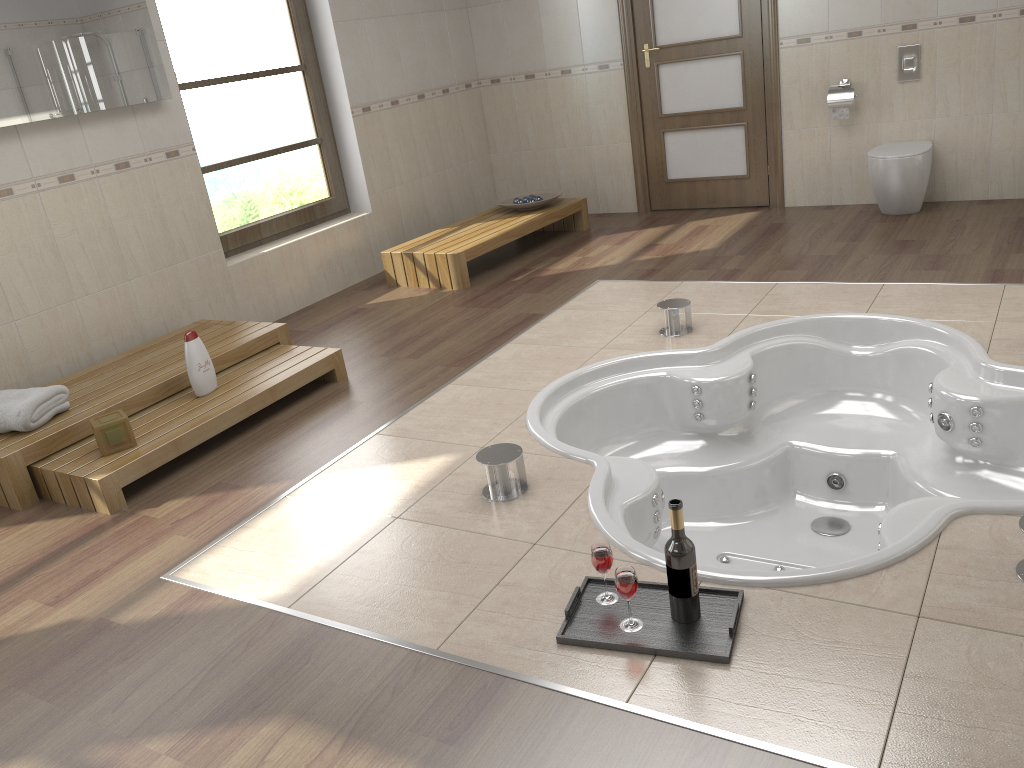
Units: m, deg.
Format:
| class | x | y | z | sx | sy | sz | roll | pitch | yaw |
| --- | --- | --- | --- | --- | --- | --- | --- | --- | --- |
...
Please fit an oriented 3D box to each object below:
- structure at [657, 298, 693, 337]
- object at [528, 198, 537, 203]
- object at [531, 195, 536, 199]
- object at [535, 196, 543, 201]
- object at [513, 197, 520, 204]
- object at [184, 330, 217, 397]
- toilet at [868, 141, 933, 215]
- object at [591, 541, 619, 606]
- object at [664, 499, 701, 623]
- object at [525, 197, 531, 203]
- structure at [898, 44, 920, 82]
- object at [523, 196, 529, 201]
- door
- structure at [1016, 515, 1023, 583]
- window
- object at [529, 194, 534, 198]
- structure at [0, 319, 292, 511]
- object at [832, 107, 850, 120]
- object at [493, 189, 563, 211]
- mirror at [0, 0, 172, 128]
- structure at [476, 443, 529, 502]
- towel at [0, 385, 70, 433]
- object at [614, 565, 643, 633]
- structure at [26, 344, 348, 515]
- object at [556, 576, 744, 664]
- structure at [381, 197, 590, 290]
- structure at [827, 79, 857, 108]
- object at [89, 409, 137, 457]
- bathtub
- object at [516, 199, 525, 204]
| class | x | y | z | sx | sy | sz | roll | pitch | yaw |
| --- | --- | --- | --- | --- | --- | --- | --- | --- | --- |
| structure | 0.730 | -0.298 | 3.973 | 0.150 | 0.131 | 0.150 | -9 | 21 | 0 |
| object | 0.142 | -1.239 | 6.061 | 0.060 | 0.060 | 0.060 | 4 | 25 | 31 |
| object | 0.160 | -1.279 | 6.159 | 0.060 | 0.060 | 0.060 | 4 | 25 | 31 |
| object | 0.183 | -1.265 | 6.102 | 0.060 | 0.060 | 0.060 | 4 | 25 | 31 |
| object | 0.037 | -1.267 | 6.168 | 0.060 | 0.060 | 0.060 | 4 | 25 | 31 |
| object | -1.308 | -0.090 | 3.699 | 0.063 | 0.276 | 0.134 | 1 | 23 | 25 |
| toilet | 2.325 | -1.216 | 5.307 | 0.337 | 0.388 | 0.519 | 5 | 25 | 32 |
| object | 0.226 | 0.465 | 2.182 | 0.055 | 0.153 | 0.055 | 1 | 24 | 25 |
| object | 0.390 | 0.406 | 2.052 | 0.070 | 0.307 | 0.070 | -9 | 21 | 1 |
| object | 0.122 | -1.256 | 6.116 | 0.060 | 0.060 | 0.060 | 4 | 25 | 31 |
| structure | 2.358 | -1.905 | 5.269 | 0.120 | 0.200 | 0.010 | 5 | 25 | 32 |
| object | 0.099 | -1.275 | 6.176 | 0.060 | 0.060 | 0.060 | 4 | 25 | 31 |
| door | 1.239 | -2.179 | 5.903 | 0.861 | 2.026 | 0.102 | 3 | 25 | 29 |
| structure | 1.243 | 0.383 | 2.031 | 0.150 | 0.131 | 0.150 | 10 | 28 | 40 |
| window | -1.537 | -1.828 | 5.093 | 0.117 | 1.934 | 1.188 | 5 | 25 | 32 |
| object | 0.141 | -1.298 | 6.215 | 0.060 | 0.060 | 0.060 | 4 | 25 | 31 |
| structure | -1.703 | 0.065 | 3.927 | 0.620 | 0.220 | 1.450 | 5 | 25 | 32 |
| object | 2.030 | -1.712 | 5.458 | 0.098 | 0.151 | 0.090 | 5 | 25 | 32 |
| object | 0.119 | -1.259 | 6.141 | 0.487 | 0.076 | 0.487 | -13 | 21 | -9 |
| mirror | -2.294 | -1.277 | 3.462 | 0.005 | 0.600 | 2.200 | 5 | 25 | 32 |
| structure | -0.031 | 0.280 | 2.816 | 0.150 | 0.131 | 0.150 | 7 | 26 | 36 |
| towel | -1.988 | 0.103 | 3.482 | 0.399 | 0.119 | 0.280 | -4 | 22 | 13 |
| object | 0.272 | 0.501 | 2.072 | 0.055 | 0.153 | 0.055 | 1 | 24 | 25 |
| structure | -1.355 | 0.128 | 3.736 | 0.620 | 0.140 | 1.280 | 5 | 25 | 32 |
| object | 0.332 | 0.546 | 2.115 | 0.400 | 0.040 | 0.250 | 0 | 23 | 22 |
| structure | -0.131 | -0.960 | 5.891 | 0.620 | 0.220 | 1.450 | 7 | 27 | 36 |
| structure | 2.037 | -1.787 | 5.446 | 0.170 | 0.151 | 0.154 | 5 | 25 | 32 |
| object | -1.483 | 0.180 | 3.296 | 0.120 | 0.120 | 0.120 | -21 | 24 | -29 |
| bathtub | 1.043 | 0.394 | 3.140 | 1.751 | 0.674 | 1.754 | -13 | 22 | -10 |
| object | 0.061 | -1.247 | 6.113 | 0.060 | 0.060 | 0.060 | 4 | 25 | 31 |
